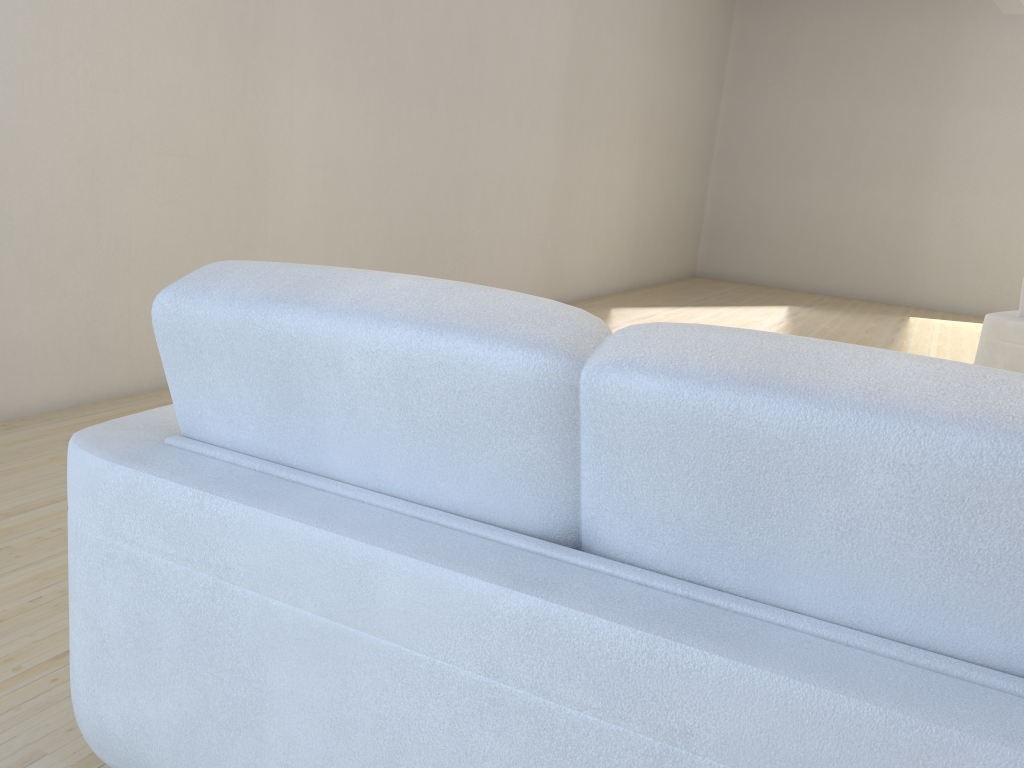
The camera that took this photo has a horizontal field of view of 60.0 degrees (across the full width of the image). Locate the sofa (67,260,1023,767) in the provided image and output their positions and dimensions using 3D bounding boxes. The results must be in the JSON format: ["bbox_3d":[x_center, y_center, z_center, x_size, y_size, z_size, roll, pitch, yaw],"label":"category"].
[{"bbox_3d":[0.463,0.337,1.267,2.166,0.862,0.941,12,14,24],"label":"sofa"}]

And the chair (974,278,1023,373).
[{"bbox_3d":[2.897,-0.153,4.354,0.941,0.828,0.919,-7,18,-44],"label":"chair"}]
